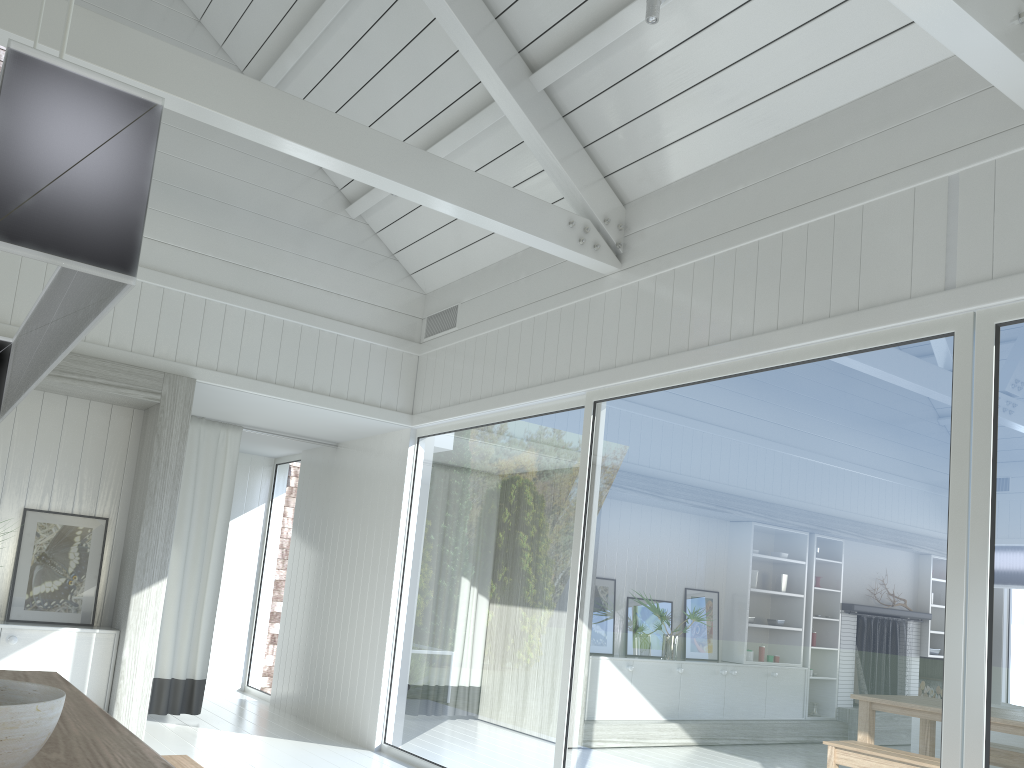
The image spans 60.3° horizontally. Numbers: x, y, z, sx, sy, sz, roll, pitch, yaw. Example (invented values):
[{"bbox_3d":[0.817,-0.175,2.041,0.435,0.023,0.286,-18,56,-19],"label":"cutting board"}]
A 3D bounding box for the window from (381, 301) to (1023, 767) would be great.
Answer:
[{"bbox_3d":[2.262,0.758,2.219,0.081,2.385,11.000,11,-14,-34],"label":"window"}]

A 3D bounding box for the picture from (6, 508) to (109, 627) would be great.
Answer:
[{"bbox_3d":[-2.868,1.167,5.586,0.500,0.693,0.066,12,-10,-34],"label":"picture"}]

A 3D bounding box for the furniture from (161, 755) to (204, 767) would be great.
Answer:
[{"bbox_3d":[-0.677,1.471,2.270,0.344,0.464,2.698,12,-15,-33],"label":"furniture"}]

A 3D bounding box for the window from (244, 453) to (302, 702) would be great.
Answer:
[{"bbox_3d":[-2.349,1.902,8.792,0.038,2.393,0.951,11,-10,-34],"label":"window"}]

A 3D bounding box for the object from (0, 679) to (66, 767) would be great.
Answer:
[{"bbox_3d":[-1.021,0.636,1.562,0.395,0.182,0.391,17,-17,-42],"label":"object"}]

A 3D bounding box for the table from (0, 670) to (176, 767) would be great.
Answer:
[{"bbox_3d":[-1.295,1.163,1.857,0.915,0.751,2.968,13,-15,-33],"label":"table"}]

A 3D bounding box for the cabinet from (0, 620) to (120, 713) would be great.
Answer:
[{"bbox_3d":[-3.936,1.513,4.823,3.217,0.542,0.657,15,-14,-34],"label":"cabinet"}]

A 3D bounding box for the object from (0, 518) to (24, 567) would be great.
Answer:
[{"bbox_3d":[-3.325,0.997,4.919,0.983,0.620,0.625,14,-14,-36],"label":"object"}]

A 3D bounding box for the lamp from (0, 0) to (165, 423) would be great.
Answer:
[{"bbox_3d":[-0.958,-2.088,2.239,0.202,4.181,1.917,11,-10,-34],"label":"lamp"}]

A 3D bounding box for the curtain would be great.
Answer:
[{"bbox_3d":[-2.754,1.387,6.929,1.016,2.336,0.117,11,-10,-34],"label":"curtain"}]
